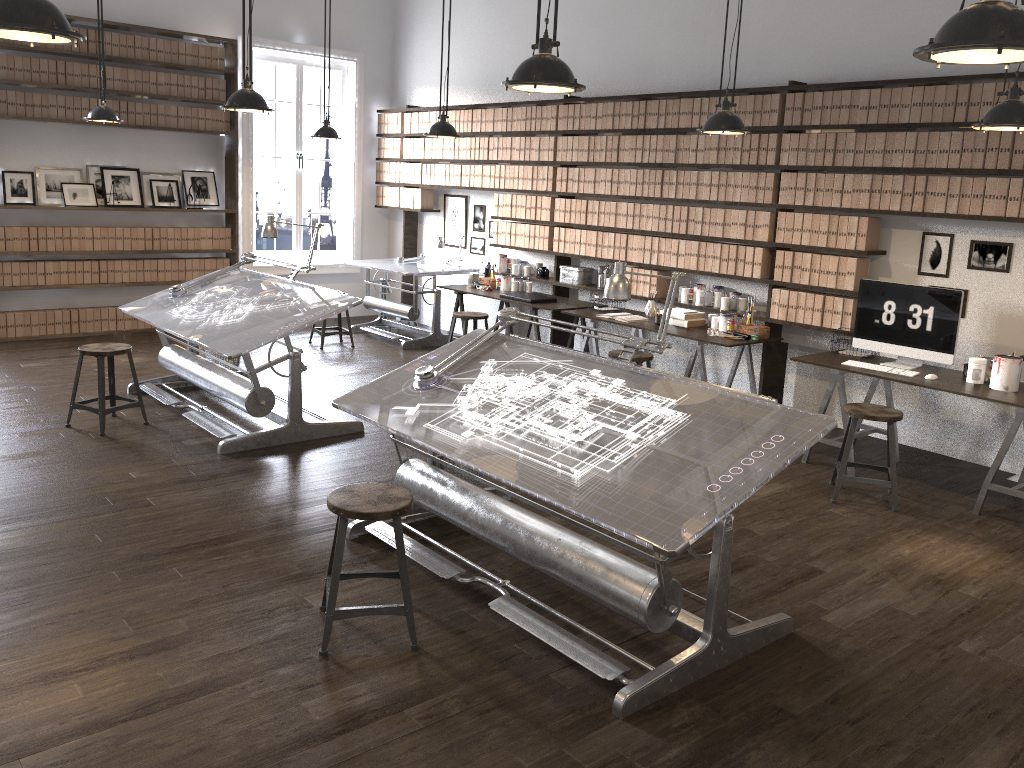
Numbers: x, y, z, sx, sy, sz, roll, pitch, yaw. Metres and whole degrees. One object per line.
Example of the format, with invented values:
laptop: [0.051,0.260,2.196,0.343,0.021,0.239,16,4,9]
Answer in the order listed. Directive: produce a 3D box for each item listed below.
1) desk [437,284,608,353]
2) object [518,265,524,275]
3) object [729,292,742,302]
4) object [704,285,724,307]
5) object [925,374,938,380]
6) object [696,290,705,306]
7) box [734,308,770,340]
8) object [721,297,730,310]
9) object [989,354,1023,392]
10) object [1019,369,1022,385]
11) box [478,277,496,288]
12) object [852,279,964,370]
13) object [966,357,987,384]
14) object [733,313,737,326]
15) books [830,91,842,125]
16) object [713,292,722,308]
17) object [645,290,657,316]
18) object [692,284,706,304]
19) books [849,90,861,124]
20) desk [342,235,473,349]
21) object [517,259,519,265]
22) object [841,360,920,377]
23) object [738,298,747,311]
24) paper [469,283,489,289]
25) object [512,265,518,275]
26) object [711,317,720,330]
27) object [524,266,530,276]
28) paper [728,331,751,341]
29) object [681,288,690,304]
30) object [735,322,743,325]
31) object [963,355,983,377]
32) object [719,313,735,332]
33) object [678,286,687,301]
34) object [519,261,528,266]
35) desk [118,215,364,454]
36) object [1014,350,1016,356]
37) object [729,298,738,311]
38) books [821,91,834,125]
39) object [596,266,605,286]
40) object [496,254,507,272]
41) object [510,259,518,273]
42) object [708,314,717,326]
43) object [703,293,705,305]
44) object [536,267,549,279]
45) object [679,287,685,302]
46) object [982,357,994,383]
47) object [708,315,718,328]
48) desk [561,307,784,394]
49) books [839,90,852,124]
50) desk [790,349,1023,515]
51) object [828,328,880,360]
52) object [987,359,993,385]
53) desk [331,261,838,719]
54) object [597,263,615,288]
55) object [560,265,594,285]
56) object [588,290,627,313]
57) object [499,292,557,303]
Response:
desk: [0.039,-0.494,8.224,0.657,0.663,1.680,-7,15,-39]
object: [0.090,-1.111,8.651,0.063,0.092,0.063,10,13,34]
object: [1.738,-0.649,6.902,0.094,0.128,0.095,11,14,36]
object: [1.588,-0.691,6.998,0.206,0.160,0.095,-7,14,-38]
object: [2.458,-0.042,5.184,0.106,0.028,0.059,-9,17,-43]
object: [1.480,-0.674,6.970,0.062,0.118,0.062,6,11,18]
box: [1.729,-0.440,6.365,0.138,0.205,0.213,-6,14,-39]
object: [1.632,-0.614,6.781,0.062,0.095,0.062,1,11,-8]
object: [2.783,-0.058,4.990,0.144,0.194,0.146,7,12,21]
object: [2.875,-0.040,5.088,0.082,0.122,0.083,8,12,24]
box: [-0.215,-0.988,8.645,0.138,0.082,0.213,-7,16,-40]
object: [2.463,-0.363,5.517,0.205,0.513,0.647,-6,14,-40]
object: [2.696,-0.076,5.139,0.094,0.143,0.095,0,11,-14]
object: [1.640,-0.466,6.659,0.094,0.127,0.095,-8,15,-43]
books: [2.246,-1.865,6.007,0.175,0.223,0.067,-7,14,-40]
object: [1.609,-0.658,6.926,0.062,0.118,0.062,6,11,18]
object: [1.139,-0.659,7.227,0.101,0.207,0.102,4,11,4]
object: [1.497,-0.716,7.087,0.094,0.160,0.095,-7,15,-43]
books: [2.331,-1.838,5.906,0.175,0.223,0.067,-7,14,-40]
desk: [-1.022,-1.033,9.393,1.074,1.088,1.277,-7,15,-40]
object: [0.033,-1.192,8.896,0.072,0.128,0.071,4,11,6]
object: [2.247,-0.095,5.410,0.119,0.017,0.441,-10,18,-43]
object: [1.768,-0.611,6.798,0.062,0.095,0.062,1,11,-8]
paper: [-0.324,-0.943,8.540,0.155,0.038,0.138,11,15,34]
object: [0.034,-1.123,8.693,0.062,0.093,0.062,10,13,34]
object: [1.528,-0.456,6.648,0.062,0.093,0.062,5,11,9]
object: [0.147,-1.101,8.618,0.062,0.093,0.062,10,13,34]
paper: [1.597,-0.341,6.293,0.137,0.038,0.156,-3,14,-25]
object: [1.385,-0.703,7.077,0.062,0.118,0.062,5,11,9]
object: [1.666,-0.410,6.505,0.059,0.088,0.060,-5,13,-35]
object: [2.758,-0.108,5.306,0.097,0.141,0.092,9,12,28]
object: [1.589,-0.451,6.554,0.104,0.140,0.106,-4,13,-32]
object: [1.390,-0.733,7.212,0.062,0.118,0.062,3,11,0]
object: [0.111,-1.150,8.772,0.094,0.127,0.096,1,11,-10]
desk: [-1.927,-0.507,6.225,1.079,1.374,2.295,-6,15,-39]
object: [2.890,-0.091,5.114,0.007,0.202,0.045,9,12,29]
object: [1.698,-0.611,6.785,0.062,0.094,0.064,1,11,-8]
books: [2.200,-1.879,6.061,0.175,0.223,0.067,-7,14,-40]
object: [0.807,-0.973,8.015,0.079,0.186,0.079,8,12,28]
object: [-0.102,-1.206,8.845,0.108,0.175,0.107,-6,14,-38]
object: [0.020,-1.176,8.818,0.070,0.129,0.071,2,11,-2]
object: [1.533,-0.486,6.783,0.062,0.093,0.062,3,11,0]
object: [1.544,-0.671,7.031,0.054,0.100,0.054,-2,12,-23]
object: [0.278,-1.064,8.445,0.091,0.108,0.172,-6,15,-39]
object: [1.383,-0.718,7.146,0.063,0.117,0.063,3,11,0]
object: [2.793,-0.081,5.185,0.096,0.142,0.097,-2,12,-23]
object: [1.526,-0.471,6.717,0.063,0.092,0.063,3,11,0]
desk: [1.171,-0.140,6.901,0.657,0.663,1.680,-7,15,-39]
books: [2.284,-1.851,5.953,0.175,0.224,0.067,-6,14,-40]
desk: [2.544,0.290,5.295,0.657,0.663,1.680,-7,15,-39]
object: [2.271,-0.270,5.855,0.285,0.159,0.204,13,16,41]
object: [2.781,-0.063,5.098,0.068,0.153,0.069,8,12,25]
desk: [0.223,0.167,3.710,1.079,1.374,2.083,-6,15,-39]
object: [0.841,-0.983,7.851,0.182,0.269,0.157,10,13,33]
object: [0.589,-1.000,8.137,0.193,0.151,0.319,-7,16,-40]
object: [0.805,-0.697,7.430,0.285,0.159,0.205,-7,15,-40]
object: [0.143,-0.768,7.885,0.313,0.033,0.449,-8,16,-39]
